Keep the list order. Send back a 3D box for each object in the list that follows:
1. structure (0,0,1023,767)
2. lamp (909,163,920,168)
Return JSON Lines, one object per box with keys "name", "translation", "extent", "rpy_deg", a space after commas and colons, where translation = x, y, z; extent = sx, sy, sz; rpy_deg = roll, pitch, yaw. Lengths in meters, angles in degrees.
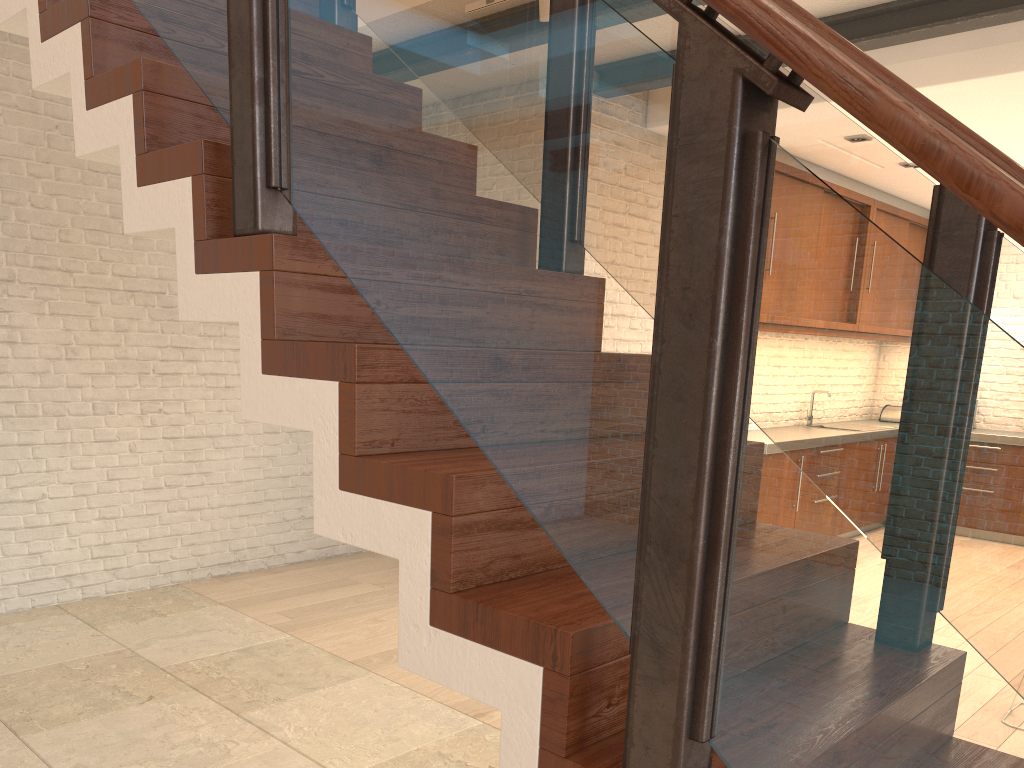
{"name": "structure", "translation": [1.820, -0.580, 1.605], "extent": [9.996, 4.256, 13.728], "rpy_deg": [6, 5, 43]}
{"name": "lamp", "translation": [2.723, -1.504, 5.931], "extent": [0.122, 0.056, 0.122], "rpy_deg": [6, 6, 43]}
